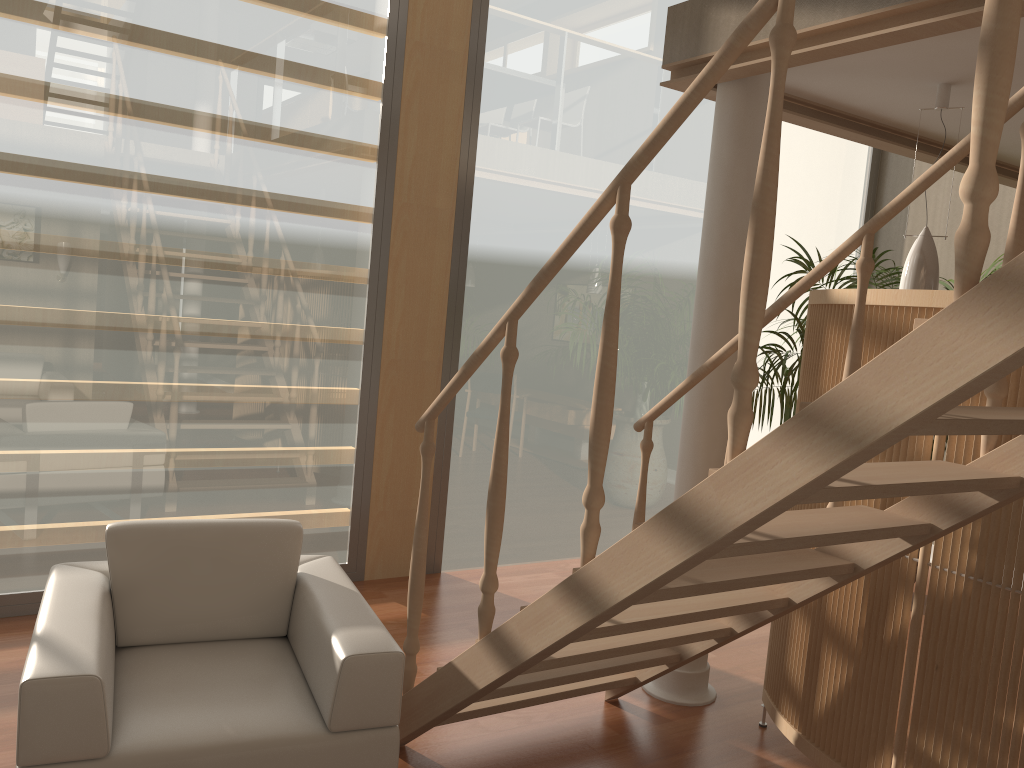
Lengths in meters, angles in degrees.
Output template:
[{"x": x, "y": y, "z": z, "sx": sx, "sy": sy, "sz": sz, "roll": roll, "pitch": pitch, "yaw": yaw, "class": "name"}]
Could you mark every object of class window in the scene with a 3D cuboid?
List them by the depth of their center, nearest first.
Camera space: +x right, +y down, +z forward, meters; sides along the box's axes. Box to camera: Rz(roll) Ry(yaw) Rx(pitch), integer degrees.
[{"x": -1.587, "y": -0.643, "z": 3.871, "sx": 2.095, "sy": 3.100, "sz": 0.020, "roll": 2, "pitch": 6, "yaw": -34, "class": "window"}, {"x": 1.200, "y": -1.298, "z": 5.634, "sx": 3.340, "sy": 5.200, "sz": 0.020, "roll": 2, "pitch": 6, "yaw": -34, "class": "window"}]

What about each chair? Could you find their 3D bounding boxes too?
[{"x": -0.870, "y": 0.825, "z": 2.541, "sx": 0.900, "sy": 0.740, "sz": 0.905, "roll": 3, "pitch": 5, "yaw": -24, "class": "chair"}]

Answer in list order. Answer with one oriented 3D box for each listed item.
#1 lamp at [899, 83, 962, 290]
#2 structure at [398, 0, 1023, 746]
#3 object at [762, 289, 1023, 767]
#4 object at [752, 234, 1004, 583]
[{"x": 1.620, "y": -0.749, "z": 3.427, "sx": 0.139, "sy": 0.800, "sz": 0.139, "roll": 3, "pitch": 5, "yaw": -19, "class": "lamp"}, {"x": 0.996, "y": -0.374, "z": 1.787, "sx": 1.000, "sy": 3.578, "sz": 3.150, "roll": 2, "pitch": 6, "yaw": -34, "class": "structure"}, {"x": 1.455, "y": 0.553, "z": 2.267, "sx": 0.233, "sy": 1.542, "sz": 2.229, "roll": 2, "pitch": 6, "yaw": -29, "class": "object"}, {"x": 2.213, "y": 0.304, "z": 5.254, "sx": 2.157, "sy": 2.304, "sz": 2.109, "roll": 1, "pitch": 6, "yaw": -41, "class": "object"}]
